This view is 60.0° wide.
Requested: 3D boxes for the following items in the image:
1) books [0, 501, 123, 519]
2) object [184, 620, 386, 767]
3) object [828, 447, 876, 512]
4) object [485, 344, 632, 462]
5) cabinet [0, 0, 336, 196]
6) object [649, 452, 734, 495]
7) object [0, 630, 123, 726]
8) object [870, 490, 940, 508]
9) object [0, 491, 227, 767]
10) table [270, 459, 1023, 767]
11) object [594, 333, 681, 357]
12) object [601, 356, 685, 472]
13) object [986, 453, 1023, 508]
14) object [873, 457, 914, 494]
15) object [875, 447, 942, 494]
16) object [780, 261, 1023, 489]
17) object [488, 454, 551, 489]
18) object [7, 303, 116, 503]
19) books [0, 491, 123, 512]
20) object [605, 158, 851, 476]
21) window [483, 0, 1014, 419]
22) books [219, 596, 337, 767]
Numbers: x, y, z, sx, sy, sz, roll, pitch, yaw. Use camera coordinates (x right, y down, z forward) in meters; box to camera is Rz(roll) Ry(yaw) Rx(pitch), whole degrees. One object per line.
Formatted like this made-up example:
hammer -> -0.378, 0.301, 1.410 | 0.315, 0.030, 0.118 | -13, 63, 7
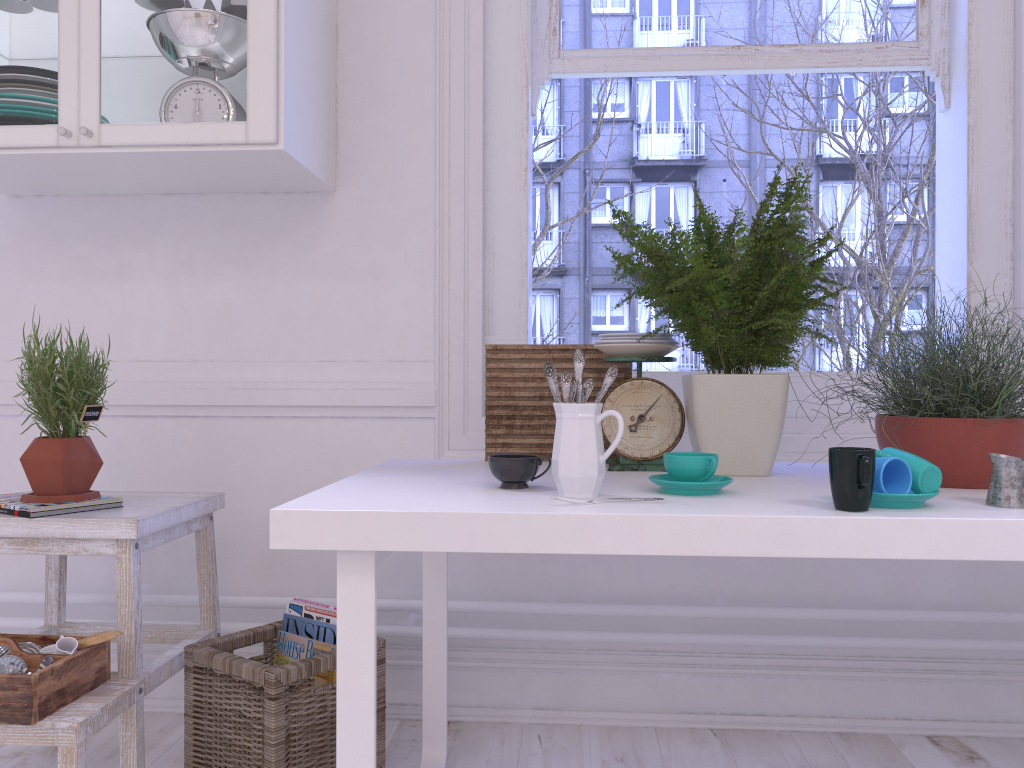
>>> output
books -> -0.905, 0.232, 1.713 | 0.246, 0.011, 0.180 | 0, 0, 34
object -> -0.442, 0.640, 1.738 | 0.276, 0.270, 0.276 | 0, 0, 37
object -> 0.422, 0.119, 1.104 | 0.055, 0.077, 0.070 | 0, 0, 30
object -> 0.093, 0.039, 1.791 | 0.294, 0.237, 0.028 | 0, 0, 4
cabinet -> -0.846, -1.118, 1.946 | 0.823, 1.311, 0.425 | 0, 0, 4
object -> 0.259, 0.129, 1.288 | 0.121, 0.055, 0.121 | 0, 0, 45
object -> -0.852, 0.465, 1.469 | 0.358, 0.110, 0.211 | 0, 0, 6
object -> 0.494, 0.147, 1.163 | 0.121, 0.021, 0.121 | 0, 0, 45
object -> -0.853, 0.506, 1.677 | 0.418, 0.534, 0.599 | 0, 0, 4
table -> 0.478, 0.467, 1.418 | 1.514, 0.619, 0.736 | 0, 0, 4
object -> 0.238, -0.073, 1.684 | 0.163, 0.047, 0.164 | 0, 0, -37
object -> 0.241, 0.054, 1.674 | 0.159, 0.208, 0.185 | 0, 0, 4
object -> 0.652, 0.125, 1.152 | 0.066, 0.067, 0.052 | 0, 0, 5
object -> 0.479, 0.121, 1.160 | 0.069, 0.058, 0.080 | 0, 0, -23
object -> 0.516, 0.115, 1.170 | 0.069, 0.059, 0.082 | 0, 0, -18
object -> 0.727, -0.007, 1.427 | 0.668, 0.367, 0.531 | 0, 0, 29
object -> 0.004, 0.132, 1.338 | 0.079, 0.048, 0.082 | 0, 0, -36
object -> -0.853, 0.036, 1.699 | 0.186, 0.367, 0.196 | 0, 0, -41
books -> -0.905, 0.224, 1.713 | 0.246, 0.007, 0.180 | 0, 0, 34
object -> 0.378, -0.107, 1.548 | 0.438, 0.527, 0.368 | 0, 0, 4
window -> 0.554, -0.811, 2.187 | 1.234, 1.782, 0.181 | 0, 0, 4
books -> -0.434, 0.606, 1.748 | 0.221, 0.306, 0.205 | 0, 0, 37
